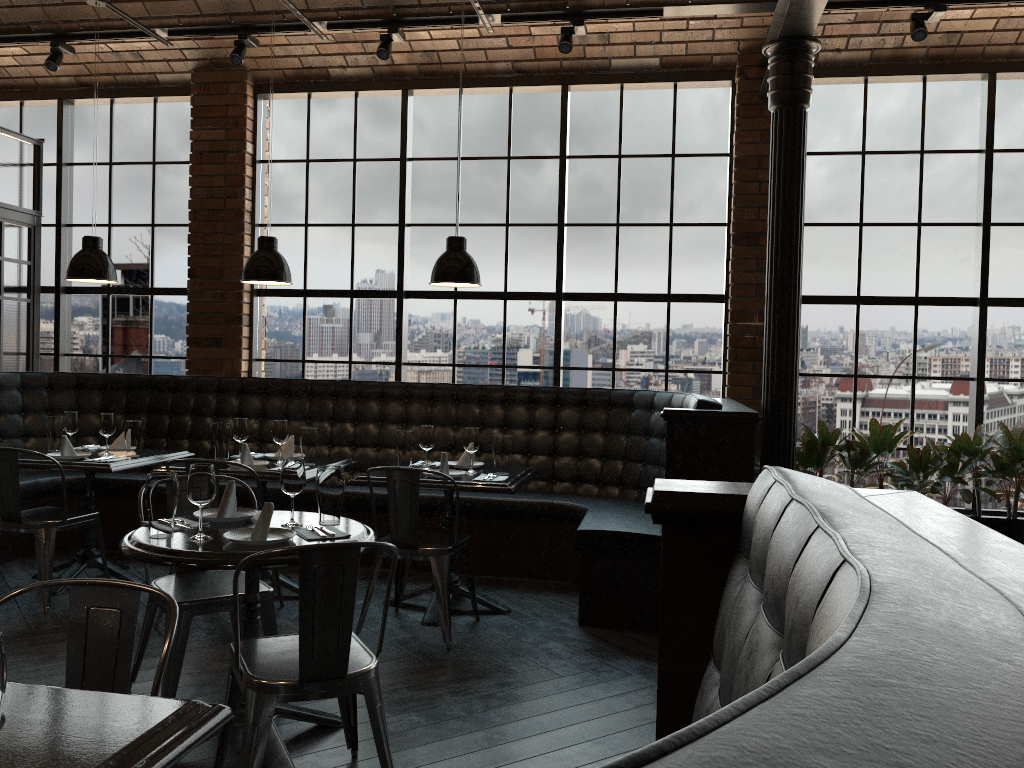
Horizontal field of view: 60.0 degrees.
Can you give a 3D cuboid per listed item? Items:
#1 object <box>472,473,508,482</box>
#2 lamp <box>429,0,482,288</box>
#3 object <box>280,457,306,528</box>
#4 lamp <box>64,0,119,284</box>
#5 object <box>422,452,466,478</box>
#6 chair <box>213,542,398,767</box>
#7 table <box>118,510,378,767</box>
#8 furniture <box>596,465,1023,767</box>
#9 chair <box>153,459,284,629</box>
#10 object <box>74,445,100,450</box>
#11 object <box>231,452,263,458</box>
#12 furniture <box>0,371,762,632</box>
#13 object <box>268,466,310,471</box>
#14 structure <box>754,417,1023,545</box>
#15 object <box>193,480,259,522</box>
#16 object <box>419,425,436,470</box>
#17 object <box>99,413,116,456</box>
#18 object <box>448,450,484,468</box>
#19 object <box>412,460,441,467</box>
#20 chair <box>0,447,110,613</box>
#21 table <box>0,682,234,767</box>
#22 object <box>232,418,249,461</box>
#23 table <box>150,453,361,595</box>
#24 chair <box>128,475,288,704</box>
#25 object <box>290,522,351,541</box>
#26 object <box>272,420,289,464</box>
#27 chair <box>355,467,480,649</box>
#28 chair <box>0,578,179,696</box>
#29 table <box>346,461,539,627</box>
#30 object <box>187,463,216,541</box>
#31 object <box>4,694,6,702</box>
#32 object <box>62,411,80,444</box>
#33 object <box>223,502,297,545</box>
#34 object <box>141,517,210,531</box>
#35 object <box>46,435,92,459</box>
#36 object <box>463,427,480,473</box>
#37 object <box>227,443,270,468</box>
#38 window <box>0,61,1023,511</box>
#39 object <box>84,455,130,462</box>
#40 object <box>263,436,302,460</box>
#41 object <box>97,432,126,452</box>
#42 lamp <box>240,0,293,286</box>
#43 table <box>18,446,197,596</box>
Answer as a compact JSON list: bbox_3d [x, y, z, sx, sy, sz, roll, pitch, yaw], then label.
[{"bbox_3d":[-0.107,0.484,4.628,0.157,0.019,0.255,2,1,10],"label":"object"},{"bbox_3d":[-0.288,-1.366,4.838,0.291,1.653,0.291,1,2,-35],"label":"lamp"},{"bbox_3d":[-0.786,0.387,3.180,0.092,0.244,0.092,2,1,9],"label":"object"},{"bbox_3d":[-2.459,-1.432,5.218,0.291,1.653,0.291,1,1,-15],"label":"lamp"},{"bbox_3d":[-0.357,0.422,4.682,0.232,0.139,0.232,2,1,7],"label":"object"},{"bbox_3d":[-0.621,0.854,2.683,0.504,0.857,0.558,1,1,-25],"label":"chair"},{"bbox_3d":[-0.917,0.886,3.118,0.866,0.758,0.866,1,1,-27],"label":"table"},{"bbox_3d":[-2.139,0.674,1.088,5.451,1.212,1.979,2,1,10],"label":"furniture"},{"bbox_3d":[-1.498,0.786,4.593,0.504,0.857,0.558,2,1,5],"label":"chair"},{"bbox_3d":[-2.665,0.396,5.538,0.157,0.019,0.255,2,1,10],"label":"object"},{"bbox_3d":[-1.590,0.428,5.350,0.157,0.019,0.255,2,1,10],"label":"object"},{"bbox_3d":[-1.317,0.588,5.749,5.451,1.212,1.979,2,1,10],"label":"furniture"},{"bbox_3d":[-1.202,0.451,4.820,0.157,0.019,0.255,2,1,10],"label":"object"},{"bbox_3d":[3.572,0.786,5.735,4.107,1.072,0.757,2,1,9],"label":"structure"},{"bbox_3d":[-1.062,0.435,3.298,0.232,0.139,0.232,1,2,-36],"label":"object"},{"bbox_3d":[-0.473,0.354,4.934,0.092,0.244,0.092,1,2,-29],"label":"object"},{"bbox_3d":[-2.391,0.297,5.237,0.092,0.244,0.092,0,2,-41],"label":"object"},{"bbox_3d":[-0.274,0.414,5.119,0.232,0.139,0.232,2,1,4],"label":"object"},{"bbox_3d":[-0.495,0.462,5.158,0.157,0.019,0.255,2,1,10],"label":"object"},{"bbox_3d":[-2.583,0.751,4.879,0.504,0.857,0.558,2,1,15],"label":"chair"},{"bbox_3d":[-1.012,0.927,1.245,0.872,0.758,0.872,2,1,10],"label":"table"},{"bbox_3d":[-1.568,0.321,5.126,0.092,0.244,0.092,0,2,-41],"label":"object"},{"bbox_3d":[-1.440,0.827,5.092,0.872,0.758,0.872,2,1,10],"label":"table"},{"bbox_3d":[-1.209,0.819,3.519,0.504,0.857,0.558,1,2,-35],"label":"chair"},{"bbox_3d":[-0.671,0.506,3.073,0.157,0.019,0.255,1,2,-30],"label":"object"},{"bbox_3d":[-1.317,0.329,5.048,0.092,0.244,0.092,1,2,-29],"label":"object"},{"bbox_3d":[-0.461,0.816,4.470,0.504,0.857,0.558,2,1,15],"label":"chair"},{"bbox_3d":[-0.958,0.867,1.716,0.504,0.857,0.558,2,1,10],"label":"chair"},{"bbox_3d":[-0.354,0.859,4.902,0.872,0.758,0.872,2,1,10],"label":"table"},{"bbox_3d":[-1.021,0.387,2.913,0.092,0.244,0.092,2,1,9],"label":"object"},{"bbox_3d":[-0.952,0.481,1.435,0.232,0.139,0.232,1,2,-32],"label":"object"},{"bbox_3d":[-2.643,0.288,5.314,0.092,0.244,0.092,0,2,-41],"label":"object"},{"bbox_3d":[-0.828,0.450,2.918,0.232,0.139,0.232,1,1,-20],"label":"object"},{"bbox_3d":[-1.174,0.491,3.122,0.255,0.019,0.157,3,2,40],"label":"object"},{"bbox_3d":[-2.526,0.356,5.063,0.232,0.139,0.232,2,1,7],"label":"object"},{"bbox_3d":[-0.221,0.363,4.857,0.092,0.244,0.092,1,2,-29],"label":"object"},{"bbox_3d":[-1.452,0.388,4.874,0.232,0.139,0.232,2,1,7],"label":"object"},{"bbox_3d":[-2.288,-0.740,7.136,16.179,3.253,0.168,2,1,10],"label":"window"},{"bbox_3d":[-2.276,0.419,5.008,0.157,0.019,0.255,2,1,10],"label":"object"},{"bbox_3d":[-1.369,0.381,5.311,0.232,0.139,0.232,2,1,4],"label":"object"},{"bbox_3d":[-2.444,0.348,5.499,0.232,0.139,0.232,2,1,4],"label":"object"},{"bbox_3d":[-1.374,-1.399,5.028,0.291,1.653,0.291,2,2,35],"label":"lamp"},{"bbox_3d":[-2.514,0.794,5.280,0.872,0.758,0.872,2,1,10],"label":"table"}]
